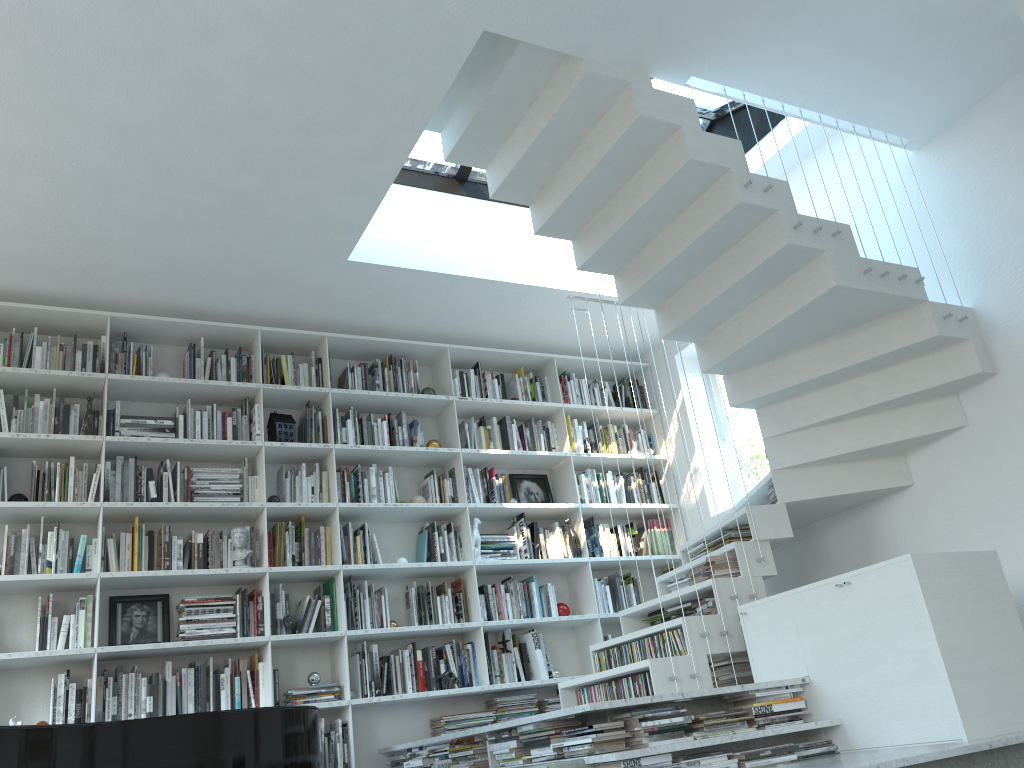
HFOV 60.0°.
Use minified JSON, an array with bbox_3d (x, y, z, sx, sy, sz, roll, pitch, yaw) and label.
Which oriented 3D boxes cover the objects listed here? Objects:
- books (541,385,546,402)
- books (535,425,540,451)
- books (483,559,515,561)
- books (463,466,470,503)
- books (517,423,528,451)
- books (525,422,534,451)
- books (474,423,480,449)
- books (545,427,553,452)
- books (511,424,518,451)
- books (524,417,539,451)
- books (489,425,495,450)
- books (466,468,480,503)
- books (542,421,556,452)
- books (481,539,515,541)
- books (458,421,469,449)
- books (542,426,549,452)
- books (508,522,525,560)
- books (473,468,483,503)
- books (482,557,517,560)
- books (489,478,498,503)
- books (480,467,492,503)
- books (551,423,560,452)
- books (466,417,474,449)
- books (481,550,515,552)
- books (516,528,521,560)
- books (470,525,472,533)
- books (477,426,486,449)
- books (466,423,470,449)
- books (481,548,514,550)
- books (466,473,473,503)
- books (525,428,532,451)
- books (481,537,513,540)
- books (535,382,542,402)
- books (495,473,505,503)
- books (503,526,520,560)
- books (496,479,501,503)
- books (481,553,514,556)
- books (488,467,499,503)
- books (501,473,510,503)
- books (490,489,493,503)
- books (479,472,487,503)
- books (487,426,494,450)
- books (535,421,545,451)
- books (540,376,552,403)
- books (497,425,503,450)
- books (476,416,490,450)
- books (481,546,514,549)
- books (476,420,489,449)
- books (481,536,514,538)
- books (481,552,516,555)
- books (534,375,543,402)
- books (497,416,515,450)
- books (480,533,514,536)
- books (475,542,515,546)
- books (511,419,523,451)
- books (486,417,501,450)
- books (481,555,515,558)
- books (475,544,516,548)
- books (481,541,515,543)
[{"bbox_3d":[0.200,0.128,6.451,0.031,0.210,0.132,4,-25,-28],"label":"books"},{"bbox_3d":[0.148,0.429,6.246,0.011,0.248,0.152,4,-25,-28],"label":"books"},{"bbox_3d":[-0.126,1.161,5.738,0.254,0.012,0.161,6,-27,-32],"label":"books"},{"bbox_3d":[-0.326,0.707,5.855,0.015,0.299,0.141,4,-25,-28],"label":"books"},{"bbox_3d":[0.053,0.421,6.180,0.014,0.239,0.190,4,-25,-28],"label":"books"},{"bbox_3d":[0.099,0.420,6.227,0.023,0.262,0.156,4,-25,-28],"label":"books"},{"bbox_3d":[-0.266,0.404,6.041,0.026,0.249,0.131,4,-25,-28],"label":"books"},{"bbox_3d":[0.231,0.446,6.295,0.022,0.233,0.159,4,-25,-28],"label":"books"},{"bbox_3d":[-0.020,0.418,6.135,0.030,0.229,0.187,4,-25,-28],"label":"books"},{"bbox_3d":[0.123,0.402,6.232,0.022,0.293,0.181,4,-25,-28],"label":"books"},{"bbox_3d":[-0.164,0.420,6.097,0.024,0.235,0.147,4,-25,-28],"label":"books"},{"bbox_3d":[-0.278,0.715,5.875,0.065,0.287,0.146,4,-25,-28],"label":"books"},{"bbox_3d":[0.250,0.423,6.312,0.026,0.282,0.147,4,-25,-28],"label":"books"},{"bbox_3d":[-0.143,1.041,5.793,0.285,0.012,0.160,3,-25,-26],"label":"books"},{"bbox_3d":[-0.337,0.394,5.997,0.012,0.253,0.161,4,-25,-28],"label":"books"},{"bbox_3d":[0.200,0.436,6.270,0.030,0.240,0.162,4,-25,-28],"label":"books"},{"bbox_3d":[0.031,1.075,5.881,0.012,0.284,0.160,4,-25,-28],"label":"books"},{"bbox_3d":[-0.244,0.722,5.899,0.012,0.284,0.160,4,-25,-28],"label":"books"},{"bbox_3d":[-0.126,1.148,5.740,0.285,0.012,0.160,2,-25,-23],"label":"books"},{"bbox_3d":[-0.149,0.752,5.904,0.013,0.206,0.190,4,-25,-28],"label":"books"},{"bbox_3d":[-0.189,0.719,5.914,0.012,0.286,0.177,4,-25,-28],"label":"books"},{"bbox_3d":[0.277,0.432,6.320,0.031,0.264,0.170,4,-25,-28],"label":"books"},{"bbox_3d":[-0.299,0.383,6.022,0.052,0.281,0.167,4,-25,-28],"label":"books"},{"bbox_3d":[-0.132,1.104,5.759,0.254,0.012,0.161,7,-27,-32],"label":"books"},{"bbox_3d":[0.007,1.094,5.868,0.023,0.246,0.138,4,-25,-28],"label":"books"},{"bbox_3d":[-0.289,1.059,5.708,0.028,0.266,0.138,4,-25,-28],"label":"books"},{"bbox_3d":[-0.230,0.416,6.027,0.025,0.206,0.176,4,-25,-28],"label":"books"},{"bbox_3d":[-0.324,0.402,5.998,0.013,0.235,0.142,4,-25,-28],"label":"books"},{"bbox_3d":[-0.138,1.098,5.773,0.254,0.012,0.161,4,-26,-28],"label":"books"},{"bbox_3d":[-0.307,0.729,5.844,0.011,0.247,0.156,4,-25,-28],"label":"books"},{"bbox_3d":[0.083,0.436,6.198,0.031,0.216,0.166,4,-25,-28],"label":"books"},{"bbox_3d":[-0.144,1.030,5.797,0.254,0.012,0.161,3,-25,-26],"label":"books"},{"bbox_3d":[0.162,0.116,6.406,0.029,0.209,0.170,4,-25,-28],"label":"books"},{"bbox_3d":[-0.102,0.741,5.954,0.021,0.252,0.167,4,-25,-28],"label":"books"},{"bbox_3d":[-0.001,1.082,5.847,0.012,0.253,0.161,4,-25,-28],"label":"books"},{"bbox_3d":[-0.124,0.758,5.935,0.033,0.212,0.153,4,-25,-28],"label":"books"},{"bbox_3d":[-0.133,1.129,5.755,0.254,0.012,0.161,3,-25,-26],"label":"books"},{"bbox_3d":[-0.147,0.722,5.934,0.014,0.283,0.176,4,-25,-28],"label":"books"},{"bbox_3d":[-0.076,0.743,5.956,0.026,0.242,0.178,4,-25,-28],"label":"books"},{"bbox_3d":[-0.180,0.734,5.928,0.020,0.266,0.153,4,-25,-28],"label":"books"},{"bbox_3d":[-0.223,0.735,5.917,0.043,0.267,0.131,4,-25,-28],"label":"books"},{"bbox_3d":[-0.180,0.418,6.070,0.030,0.223,0.158,4,-25,-28],"label":"books"},{"bbox_3d":[0.172,0.417,6.254,0.036,0.271,0.177,4,-25,-28],"label":"books"},{"bbox_3d":[0.231,0.097,6.457,0.026,0.262,0.163,4,-25,-28],"label":"books"},{"bbox_3d":[-0.115,0.418,6.112,0.025,0.237,0.143,4,-25,-28],"label":"books"},{"bbox_3d":[-0.203,0.384,6.074,0.011,0.295,0.163,4,-25,-28],"label":"books"},{"bbox_3d":[-0.133,1.082,5.770,0.254,0.012,0.161,2,-25,-23],"label":"books"},{"bbox_3d":[-0.213,0.395,6.052,0.026,0.260,0.168,4,-25,-28],"label":"books"},{"bbox_3d":[-0.146,1.019,5.802,0.285,0.012,0.160,5,-26,-30],"label":"books"},{"bbox_3d":[-0.133,1.118,5.760,0.285,0.012,0.160,5,-26,-30],"label":"books"},{"bbox_3d":[0.173,0.093,6.446,0.025,0.278,0.136,4,-25,-28],"label":"books"},{"bbox_3d":[-0.068,0.386,6.088,0.032,0.264,0.246,4,-25,-28],"label":"books"},{"bbox_3d":[-0.148,1.008,5.806,0.285,0.012,0.160,3,-25,-26],"label":"books"},{"bbox_3d":[-0.139,1.063,5.784,0.285,0.012,0.160,3,-25,-26],"label":"books"},{"bbox_3d":[0.012,0.408,6.193,0.048,0.282,0.163,4,-25,-28],"label":"books"},{"bbox_3d":[-0.136,0.389,6.101,0.026,0.286,0.157,4,-25,-28],"label":"books"},{"bbox_3d":[-0.129,1.138,5.747,0.254,0.012,0.161,2,-25,-24],"label":"books"},{"bbox_3d":[-0.137,1.073,5.777,0.285,0.012,0.160,6,-26,-31],"label":"books"},{"bbox_3d":[-0.138,1.049,5.782,0.285,0.012,0.160,7,-27,-32],"label":"books"}]
